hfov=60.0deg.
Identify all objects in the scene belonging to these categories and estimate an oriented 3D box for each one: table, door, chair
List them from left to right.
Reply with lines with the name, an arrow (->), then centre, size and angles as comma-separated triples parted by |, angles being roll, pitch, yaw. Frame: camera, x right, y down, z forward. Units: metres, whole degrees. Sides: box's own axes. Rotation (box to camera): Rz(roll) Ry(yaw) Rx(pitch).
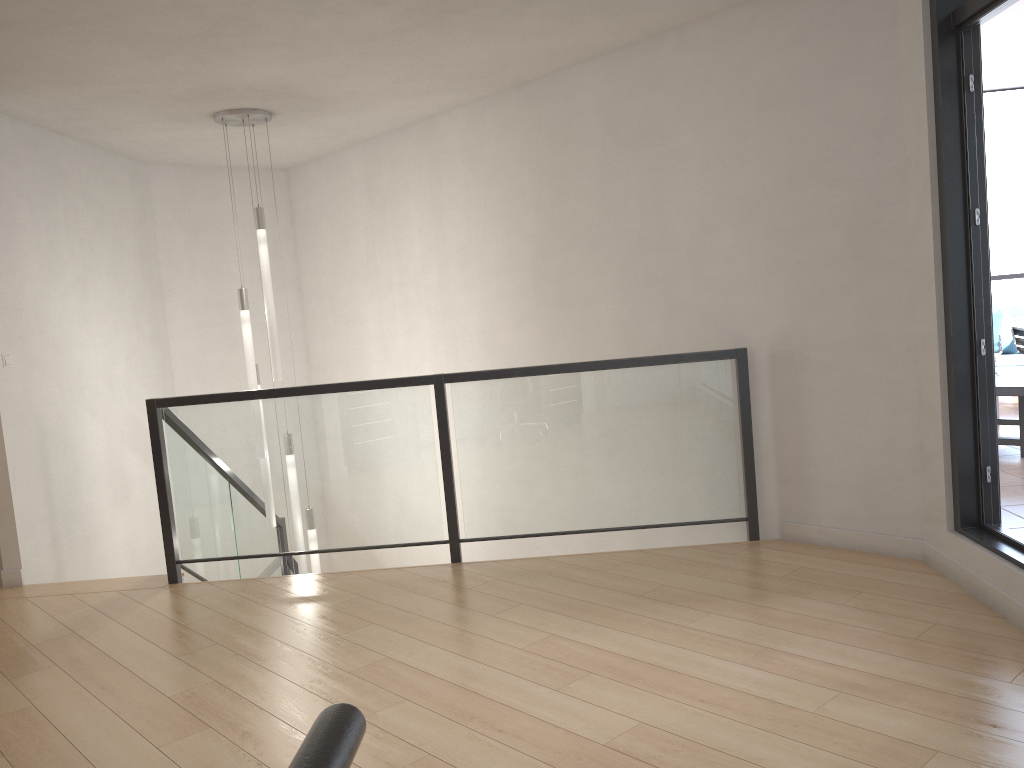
chair -> -0.401, 0.810, 0.572 | 0.699, 0.991, 0.664 | -4, 5, 9
chair -> 4.214, -0.220, 7.842 | 0.797, 0.765, 0.807 | -5, 5, 3
table -> 3.329, 0.171, 5.944 | 1.260, 0.473, 0.710 | -10, 7, -42
door -> 2.217, -0.614, 3.208 | 0.924, 2.500, 0.905 | -5, 5, 3

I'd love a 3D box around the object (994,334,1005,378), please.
object -> 3.069, -0.171, 5.817 | 0.337, 0.284, 0.203 | -4, 5, 9

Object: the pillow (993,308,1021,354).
pillow -> 4.204, -0.448, 7.922 | 0.510, 0.426, 0.316 | -5, 5, 1

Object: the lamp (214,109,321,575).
lamp -> -1.666, -0.884, 5.811 | 0.359, 6.725, 0.359 | -6, 5, -5

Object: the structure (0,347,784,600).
structure -> -0.512, 2.013, 6.147 | 4.190, 4.339, 2.823 | -5, 5, 3
